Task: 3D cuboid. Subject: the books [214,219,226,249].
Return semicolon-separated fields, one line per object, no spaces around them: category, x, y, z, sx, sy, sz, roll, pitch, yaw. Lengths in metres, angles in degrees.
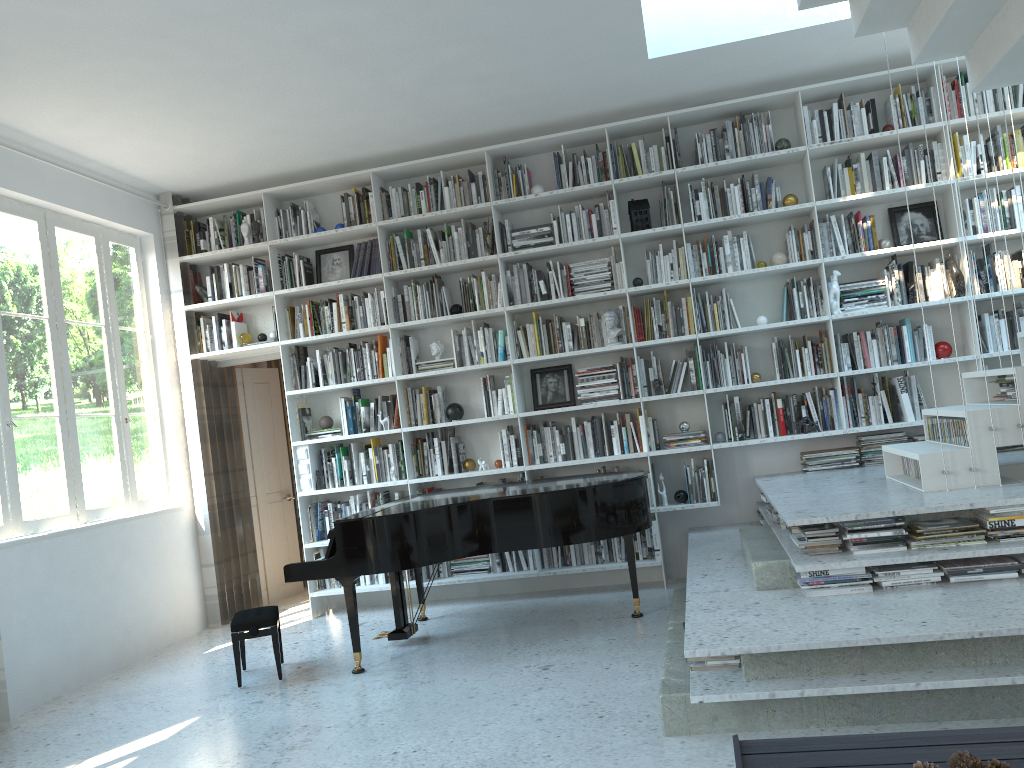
books;-2.166;-1.107;6.710;0.057;0.262;0.190;-8;-2;11

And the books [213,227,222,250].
books;-2.194;-1.074;6.722;0.030;0.206;0.175;-8;-2;11

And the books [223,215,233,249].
books;-2.117;-1.123;6.716;0.039;0.282;0.181;-8;-2;11

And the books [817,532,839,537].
books;1.407;0.667;3.990;0.091;0.011;0.190;-8;-3;9

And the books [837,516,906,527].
books;1.566;0.596;3.875;0.261;0.016;0.128;-8;-3;10

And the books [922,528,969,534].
books;1.843;0.620;3.802;0.179;0.010;0.160;-8;-3;13

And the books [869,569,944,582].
books;1.643;0.795;3.719;0.272;0.012;0.158;-8;-3;9

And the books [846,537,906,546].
books;1.570;0.672;3.843;0.215;0.013;0.189;-8;-3;10

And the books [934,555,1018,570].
books;1.908;0.736;3.660;0.275;0.009;0.176;-8;-3;11

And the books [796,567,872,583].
books;1.364;0.812;3.773;0.292;0.012;0.159;-8;-3;14

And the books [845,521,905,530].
books;1.564;0.608;3.855;0.228;0.009;0.159;-8;-3;7

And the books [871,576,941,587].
books;1.643;0.810;3.708;0.232;0.019;0.169;-7;-3;6

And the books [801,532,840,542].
books;1.387;0.681;3.994;0.137;0.012;0.242;-8;-3;12

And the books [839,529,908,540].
books;1.570;0.649;3.857;0.260;0.009;0.153;-8;-3;14

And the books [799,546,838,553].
books;1.376;0.730;3.996;0.161;0.014;0.212;-8;-3;15

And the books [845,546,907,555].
books;1.575;0.710;3.846;0.216;0.015;0.177;-8;-3;9

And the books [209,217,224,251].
books;-2.225;-1.109;6.738;0.028;0.283;0.189;-8;-2;11

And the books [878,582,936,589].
books;1.648;0.827;3.722;0.208;0.015;0.152;-8;-3;9

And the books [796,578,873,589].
books;1.367;0.838;3.774;0.285;0.008;0.159;-8;-3;9

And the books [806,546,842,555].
books;1.393;0.739;3.993;0.144;0.009;0.249;-8;-3;11

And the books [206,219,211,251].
books;-2.266;-1.102;6.748;0.010;0.281;0.160;-8;-2;11

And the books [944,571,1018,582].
books;1.920;0.779;3.651;0.250;0.018;0.177;-8;-3;14

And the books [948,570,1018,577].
books;1.920;0.768;3.657;0.254;0.005;0.161;-8;-3;7

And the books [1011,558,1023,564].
books;2.180;0.717;3.625;0.229;0.014;0.133;-8;-3;10

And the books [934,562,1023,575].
books;1.915;0.748;3.649;0.287;0.018;0.190;-8;-3;10

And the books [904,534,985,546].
books;1.850;0.662;3.809;0.293;0.014;0.134;-8;-3;8

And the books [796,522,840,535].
books;1.375;0.650;3.997;0.149;0.014;0.228;-8;-3;9

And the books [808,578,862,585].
books;1.364;0.824;3.768;0.210;0.012;0.168;-8;-3;15

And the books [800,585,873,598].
books;1.366;0.860;3.754;0.262;0.023;0.200;-8;-3;9

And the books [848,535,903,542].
books;1.570;0.660;3.854;0.210;0.012;0.168;-8;-3;12

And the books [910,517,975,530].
books;1.837;0.597;3.790;0.203;0.011;0.173;-7;-3;6

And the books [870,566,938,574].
books;1.641;0.769;3.725;0.242;0.005;0.152;-8;-3;12

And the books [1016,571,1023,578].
books;2.182;0.760;3.608;0.261;0.006;0.151;-8;-3;7

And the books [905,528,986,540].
books;1.840;0.632;3.779;0.273;0.014;0.187;-7;-3;6

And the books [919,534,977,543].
books;1.845;0.647;3.794;0.215;0.015;0.177;-8;-3;12

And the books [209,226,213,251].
books;-2.244;-1.077;6.752;0.024;0.227;0.157;-8;-2;11

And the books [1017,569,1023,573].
books;2.181;0.739;3.615;0.234;0.017;0.151;-8;-3;12

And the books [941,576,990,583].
books;1.926;0.793;3.671;0.249;0.009;0.144;-8;-3;10

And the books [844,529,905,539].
books;1.564;0.637;3.837;0.230;0.015;0.190;-8;-3;16

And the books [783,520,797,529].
books;1.414;0.668;4.271;0.187;0.009;0.250;-8;-3;11

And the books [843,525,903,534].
books;1.567;0.621;3.862;0.221;0.018;0.154;-8;-3;12

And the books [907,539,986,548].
books;1.847;0.671;3.788;0.287;0.005;0.165;-8;-3;16

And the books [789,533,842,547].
books;1.365;0.697;3.999;0.185;0.014;0.297;-8;-3;10

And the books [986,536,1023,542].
books;2.138;0.635;3.731;0.220;0.011;0.177;-8;-3;9

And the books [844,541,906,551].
books;1.577;0.697;3.861;0.227;0.013;0.148;-8;-3;9

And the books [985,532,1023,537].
books;2.138;0.614;3.747;0.262;0.016;0.132;-7;-3;6

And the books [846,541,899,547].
books;1.576;0.684;3.866;0.207;0.012;0.131;-8;-3;7

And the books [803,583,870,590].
books;1.368;0.845;3.774;0.264;0.006;0.164;-8;-3;12

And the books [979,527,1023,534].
books;2.131;0.601;3.723;0.281;0.008;0.181;-8;-3;16

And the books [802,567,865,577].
books;1.360;0.783;3.772;0.234;0.025;0.157;-7;-3;6

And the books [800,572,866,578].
books;1.365;0.801;3.785;0.257;0.010;0.132;-8;-3;15

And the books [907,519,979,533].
books;1.840;0.609;3.797;0.246;0.013;0.172;-8;-3;10

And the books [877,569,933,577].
books;1.643;0.780;3.730;0.211;0.018;0.134;-8;-3;14

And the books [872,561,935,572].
books;1.640;0.760;3.727;0.220;0.013;0.149;-8;-3;10

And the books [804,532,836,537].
books;1.380;0.660;3.996;0.132;0.009;0.269;-8;-3;15

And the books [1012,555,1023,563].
books;2.178;0.707;3.625;0.215;0.007;0.130;-8;-3;13

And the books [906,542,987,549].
books;1.847;0.677;3.788;0.291;0.007;0.174;-8;-3;14

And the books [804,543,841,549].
books;1.380;0.715;3.995;0.152;0.015;0.208;-8;-3;8

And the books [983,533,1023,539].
books;2.138;0.626;3.741;0.259;0.009;0.152;-8;-3;8
